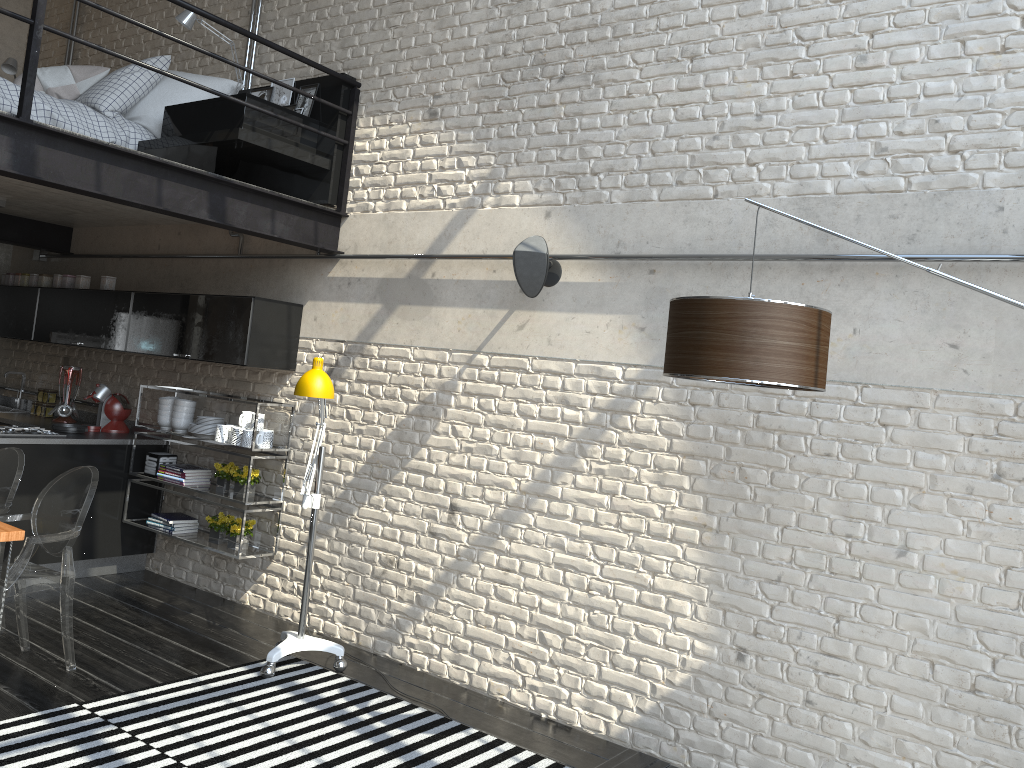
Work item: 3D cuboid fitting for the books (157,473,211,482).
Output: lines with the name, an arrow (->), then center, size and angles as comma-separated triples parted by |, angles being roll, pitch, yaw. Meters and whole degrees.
books -> -2.167, 0.615, 5.843 | 0.293, 0.021, 0.210 | 6, 0, 36

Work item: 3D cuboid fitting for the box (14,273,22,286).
box -> -3.991, -0.842, 7.200 | 0.081, 0.111, 0.080 | 4, -3, 36

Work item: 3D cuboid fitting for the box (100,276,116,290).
box -> -2.947, -0.730, 6.455 | 0.081, 0.111, 0.080 | 4, -3, 36

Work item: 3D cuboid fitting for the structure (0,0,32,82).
structure -> -6.433, -2.968, 8.040 | 2.797, 2.961, 2.580 | 5, -2, 36

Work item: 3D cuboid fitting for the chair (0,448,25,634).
chair -> -2.867, 0.807, 4.544 | 0.541, 0.943, 0.587 | 5, -3, 21

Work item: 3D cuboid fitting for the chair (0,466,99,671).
chair -> -2.310, 0.866, 4.174 | 0.541, 0.943, 0.587 | 4, -3, 31

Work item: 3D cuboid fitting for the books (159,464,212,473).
books -> -2.157, 0.557, 5.853 | 0.293, 0.021, 0.210 | 6, 0, 39

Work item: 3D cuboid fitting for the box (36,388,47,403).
box -> -3.705, 0.092, 7.013 | 0.081, 0.111, 0.080 | 6, -2, 11

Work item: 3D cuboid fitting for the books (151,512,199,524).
books -> -2.226, 0.885, 5.843 | 0.200, 0.023, 0.279 | 6, 0, -45

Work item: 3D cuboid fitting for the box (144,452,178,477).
box -> -2.378, 0.547, 5.994 | 0.150, 0.151, 0.149 | 5, -2, 36

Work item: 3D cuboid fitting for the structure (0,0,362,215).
structure -> -3.827, -0.504, 4.488 | 3.796, 3.351, 4.761 | 5, -2, 36

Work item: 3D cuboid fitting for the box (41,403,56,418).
box -> -3.632, 0.210, 6.928 | 0.080, 0.111, 0.081 | 8, -3, -44

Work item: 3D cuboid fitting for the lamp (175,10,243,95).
lamp -> -1.962, -2.062, 5.720 | 0.481, 0.690, 0.170 | 6, -3, 2

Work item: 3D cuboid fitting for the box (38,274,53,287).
box -> -3.682, -0.809, 6.981 | 0.081, 0.111, 0.080 | 4, -3, 36

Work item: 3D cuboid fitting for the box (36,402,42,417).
box -> -3.694, 0.203, 6.978 | 0.081, 0.111, 0.080 | 5, -3, 31

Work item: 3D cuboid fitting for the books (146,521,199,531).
books -> -2.236, 0.927, 5.833 | 0.279, 0.023, 0.200 | 6, 0, 30

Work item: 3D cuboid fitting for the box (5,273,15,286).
box -> -4.112, -0.855, 7.283 | 0.081, 0.111, 0.080 | 4, -3, 36

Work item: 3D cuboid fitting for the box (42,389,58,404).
box -> -3.636, 0.099, 6.963 | 0.081, 0.111, 0.080 | 5, -3, 31

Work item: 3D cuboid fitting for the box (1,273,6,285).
box -> -4.181, -0.862, 7.347 | 0.081, 0.111, 0.080 | 4, -3, 36

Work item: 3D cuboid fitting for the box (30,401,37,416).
box -> -3.765, 0.196, 7.026 | 0.081, 0.111, 0.080 | 4, -3, 41

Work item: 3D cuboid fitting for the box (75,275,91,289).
box -> -3.228, -0.760, 6.655 | 0.081, 0.111, 0.080 | 4, -3, 36

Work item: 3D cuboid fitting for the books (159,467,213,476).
books -> -2.155, 0.577, 5.856 | 0.293, 0.021, 0.210 | 6, 0, 36

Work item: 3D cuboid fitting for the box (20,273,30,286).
box -> -3.912, -0.833, 7.146 | 0.081, 0.111, 0.080 | 4, -3, 36

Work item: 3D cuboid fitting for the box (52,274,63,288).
box -> -3.495, -0.789, 6.846 | 0.081, 0.111, 0.080 | 4, -3, 36

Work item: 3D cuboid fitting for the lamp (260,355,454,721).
lamp -> -0.653, 0.703, 4.274 | 0.627, 1.623, 1.574 | 9, -3, -41

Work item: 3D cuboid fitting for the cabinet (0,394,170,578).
cabinet -> -4.268, 0.624, 6.044 | 2.752, 1.008, 2.420 | 6, -1, 36

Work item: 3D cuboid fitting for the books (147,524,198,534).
books -> -2.235, 0.949, 5.836 | 0.279, 0.023, 0.200 | 6, 0, 35

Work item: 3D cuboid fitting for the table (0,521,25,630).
table -> -3.465, 0.849, 4.169 | 2.679, 0.735, 0.923 | 6, -1, 36

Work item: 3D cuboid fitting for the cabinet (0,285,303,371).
cabinet -> -3.028, -0.471, 6.563 | 3.903, 0.423, 0.397 | 6, -2, 36

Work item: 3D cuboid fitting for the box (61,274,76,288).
box -> -3.385, -0.777, 6.766 | 0.081, 0.111, 0.080 | 4, -3, 36

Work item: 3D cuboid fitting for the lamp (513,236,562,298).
lamp -> 0.130, -0.577, 4.383 | 0.178, 0.307, 0.356 | 5, -2, 18

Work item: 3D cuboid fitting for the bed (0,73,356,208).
bed -> -3.608, -1.767, 5.741 | 4.490, 0.844, 2.682 | 6, 0, 36

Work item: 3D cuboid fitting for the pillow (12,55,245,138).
pillow -> -3.035, -1.960, 6.148 | 2.142, 0.735, 1.138 | 6, -1, 34

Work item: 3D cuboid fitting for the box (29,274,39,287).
box -> -3.800, -0.821, 7.067 | 0.081, 0.111, 0.080 | 4, -3, 36

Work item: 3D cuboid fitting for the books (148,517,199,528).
books -> -2.231, 0.906, 5.838 | 0.279, 0.023, 0.200 | 6, 0, 34

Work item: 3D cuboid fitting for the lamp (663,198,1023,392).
lamp -> 1.353, 0.557, 2.844 | 1.849, 2.336, 0.553 | 5, -3, 23

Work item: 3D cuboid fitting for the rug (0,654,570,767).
rug -> -0.784, 1.498, 2.351 | 3.502, 0.004, 3.386 | 6, 0, 36

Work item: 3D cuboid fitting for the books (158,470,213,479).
books -> -2.161, 0.596, 5.850 | 0.293, 0.021, 0.210 | 6, 0, 34

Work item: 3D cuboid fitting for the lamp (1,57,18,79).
lamp -> -4.106, -2.291, 7.280 | 0.170, 0.690, 0.481 | 7, -3, -20

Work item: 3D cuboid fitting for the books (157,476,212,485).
books -> -2.165, 0.635, 5.848 | 0.293, 0.021, 0.210 | 6, 0, 35
